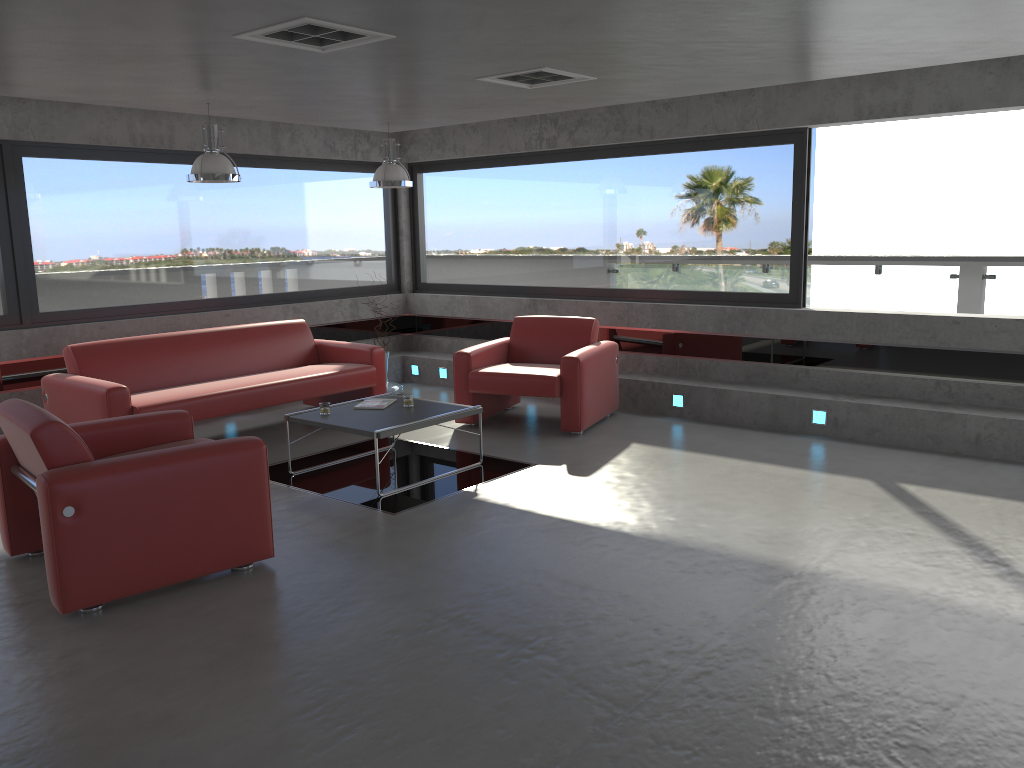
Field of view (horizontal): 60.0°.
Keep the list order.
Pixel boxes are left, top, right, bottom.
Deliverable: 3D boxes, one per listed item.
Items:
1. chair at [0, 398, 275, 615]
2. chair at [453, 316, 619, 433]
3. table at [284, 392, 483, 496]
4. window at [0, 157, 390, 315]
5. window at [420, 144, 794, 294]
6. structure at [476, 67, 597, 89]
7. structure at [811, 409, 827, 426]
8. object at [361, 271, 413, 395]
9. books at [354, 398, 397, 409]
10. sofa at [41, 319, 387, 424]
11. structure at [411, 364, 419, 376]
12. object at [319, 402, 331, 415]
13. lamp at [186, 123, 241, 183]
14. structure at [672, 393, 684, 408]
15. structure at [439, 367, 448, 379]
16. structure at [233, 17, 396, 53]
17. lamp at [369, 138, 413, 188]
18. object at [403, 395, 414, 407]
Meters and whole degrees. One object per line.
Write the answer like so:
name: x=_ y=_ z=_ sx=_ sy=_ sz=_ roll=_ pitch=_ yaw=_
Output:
chair: x=-1.964 y=0.468 z=4.637 sx=1.130 sy=0.854 sz=1.196 roll=-10 pitch=13 yaw=-40
chair: x=0.216 y=-0.129 z=7.802 sx=1.196 sy=0.854 sz=1.130 roll=3 pitch=11 yaw=24
table: x=-0.903 y=0.399 z=6.352 sx=0.994 sy=0.436 sz=1.018 roll=7 pitch=13 yaw=39
window: x=-3.893 y=-1.244 z=7.355 sx=0.003 sy=1.364 sz=7.800 roll=7 pitch=13 yaw=39
window: x=0.663 y=-1.622 z=8.973 sx=4.583 sy=1.364 sz=0.003 roll=7 pitch=13 yaw=39
structure: x=0.157 y=-2.090 z=5.720 sx=0.563 sy=0.240 sz=0.563 roll=7 pitch=13 yaw=39
structure: x=2.454 y=0.267 z=7.086 sx=0.123 sy=0.123 sz=0.004 roll=7 pitch=13 yaw=39
object: x=-1.338 y=-0.526 z=9.213 sx=0.466 sy=1.289 sz=0.531 roll=-9 pitch=12 yaw=-37
books: x=-1.011 y=0.142 z=6.576 sx=0.228 sy=0.022 sz=0.326 roll=0 pitch=10 yaw=9
sofa: x=-2.336 y=-0.005 z=7.402 sx=1.120 sy=0.854 sz=2.626 roll=7 pitch=13 yaw=39
structure: x=-1.087 y=-0.157 z=9.949 sx=0.123 sy=0.123 sz=0.004 roll=7 pitch=13 yaw=39
object: x=-1.323 y=0.174 z=6.272 sx=0.079 sy=0.077 sz=0.079 roll=3 pitch=11 yaw=22
lamp: x=-2.234 y=-1.722 z=6.601 sx=0.389 sy=0.422 sz=0.388 roll=7 pitch=13 yaw=39
structure: x=1.475 y=0.150 z=7.878 sx=0.123 sy=0.123 sz=0.004 roll=7 pitch=13 yaw=39
structure: x=-0.752 y=-0.116 z=9.677 sx=0.123 sy=0.123 sz=0.004 roll=7 pitch=13 yaw=39
structure: x=-0.974 y=-1.829 z=4.358 sx=0.563 sy=0.240 sz=0.563 roll=7 pitch=13 yaw=39
lamp: x=-1.096 y=-1.985 z=7.971 sx=0.388 sy=0.422 sz=0.389 roll=4 pitch=11 yaw=28
object: x=-0.757 y=0.124 z=6.488 sx=0.079 sy=0.077 sz=0.079 roll=-10 pitch=13 yaw=-42
